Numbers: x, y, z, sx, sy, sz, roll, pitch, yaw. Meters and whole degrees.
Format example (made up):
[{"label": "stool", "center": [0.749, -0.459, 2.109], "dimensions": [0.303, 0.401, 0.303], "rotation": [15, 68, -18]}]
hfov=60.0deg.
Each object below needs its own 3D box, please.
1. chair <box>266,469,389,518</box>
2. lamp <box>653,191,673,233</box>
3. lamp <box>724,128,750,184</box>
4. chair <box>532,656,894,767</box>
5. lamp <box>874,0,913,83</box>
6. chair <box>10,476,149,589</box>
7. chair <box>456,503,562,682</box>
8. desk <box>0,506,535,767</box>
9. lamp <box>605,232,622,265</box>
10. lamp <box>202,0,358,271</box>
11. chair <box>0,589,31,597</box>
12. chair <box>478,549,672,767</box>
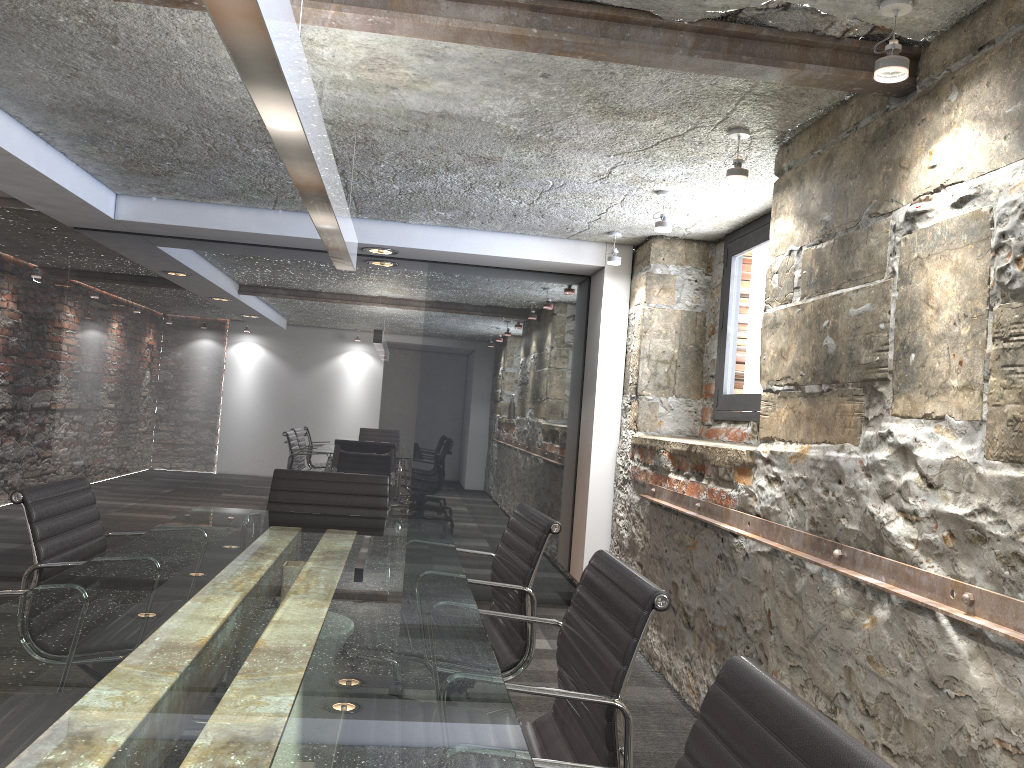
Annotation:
[{"label": "chair", "center": [-0.740, 0.777, 3.398], "dimensions": [0.693, 0.837, 0.667], "rotation": [5, -2, -17]}, {"label": "lamp", "center": [0.666, -0.755, 3.895], "dimensions": [0.077, 0.165, 0.098], "rotation": [3, -2, 26]}, {"label": "lamp", "center": [0.771, -0.776, 3.029], "dimensions": [0.077, 0.165, 0.098], "rotation": [3, -2, 26]}, {"label": "chair", "center": [0.028, 0.752, 0.911], "dimensions": [0.667, 0.837, 0.693], "rotation": [5, -2, -15]}, {"label": "lamp", "center": [0.888, -0.800, 2.067], "dimensions": [0.077, 0.165, 0.098], "rotation": [3, -2, 26]}, {"label": "chair", "center": [-1.093, 0.724, 2.593], "dimensions": [0.667, 0.837, 0.693], "rotation": [5, -2, -16]}, {"label": "chair", "center": [-0.217, 0.793, 2.708], "dimensions": [0.667, 0.837, 0.693], "rotation": [5, -2, -20]}, {"label": "desk", "center": [-0.536, 0.801, 1.740], "dimensions": [0.909, 0.711, 3.154], "rotation": [5, -2, -7]}, {"label": "lamp", "center": [0.555, -0.733, 4.808], "dimensions": [0.077, 0.165, 0.098], "rotation": [3, -2, 26]}, {"label": "lamp", "center": [-0.418, -0.729, 1.793], "dimensions": [0.073, 0.524, 3.159], "rotation": [5, -2, -7]}, {"label": "chair", "center": [-1.027, 0.697, 1.655], "dimensions": [0.667, 0.837, 0.693], "rotation": [5, -2, -17]}, {"label": "chair", "center": [-0.060, 0.774, 1.786], "dimensions": [0.667, 0.837, 0.693], "rotation": [5, -2, -16]}]
